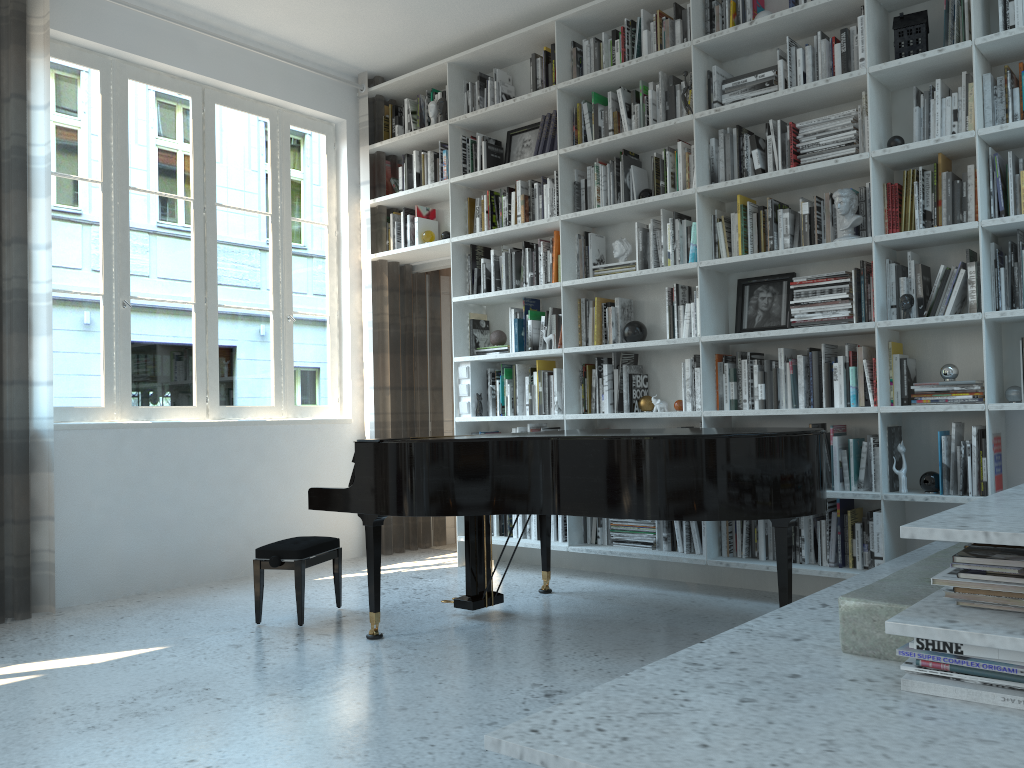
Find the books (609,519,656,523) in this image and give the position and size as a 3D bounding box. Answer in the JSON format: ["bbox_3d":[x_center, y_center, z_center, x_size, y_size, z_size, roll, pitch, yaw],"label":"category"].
[{"bbox_3d":[0.693,0.735,4.811,0.285,0.005,0.159,-3,-3,36],"label":"books"}]

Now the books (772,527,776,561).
[{"bbox_3d":[1.305,0.699,4.301,0.026,0.294,0.155,-3,-2,40],"label":"books"}]

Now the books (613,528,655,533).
[{"bbox_3d":[0.701,0.787,4.813,0.254,0.007,0.161,-3,-3,41],"label":"books"}]

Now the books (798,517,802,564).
[{"bbox_3d":[1.399,0.672,4.200,0.014,0.335,0.183,-3,-2,40],"label":"books"}]

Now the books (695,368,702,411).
[{"bbox_3d":[0.993,0.029,4.559,0.029,0.221,0.153,-3,-2,40],"label":"books"}]

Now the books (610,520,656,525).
[{"bbox_3d":[0.698,0.746,4.817,0.285,0.005,0.159,-3,-3,39],"label":"books"}]

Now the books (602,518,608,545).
[{"bbox_3d":[0.554,0.775,4.938,0.027,0.227,0.139,-3,-2,40],"label":"books"}]

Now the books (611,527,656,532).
[{"bbox_3d":[0.701,0.780,4.814,0.285,0.007,0.159,-3,-3,41],"label":"books"}]

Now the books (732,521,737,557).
[{"bbox_3d":[1.141,0.685,4.442,0.014,0.340,0.139,-3,-2,40],"label":"books"}]

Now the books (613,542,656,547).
[{"bbox_3d":[0.697,0.863,4.807,0.254,0.007,0.161,-3,-3,44],"label":"books"}]

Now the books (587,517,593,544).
[{"bbox_3d":[0.477,0.793,5.004,0.025,0.198,0.160,-3,-2,40],"label":"books"}]

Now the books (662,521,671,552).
[{"bbox_3d":[0.851,0.770,4.671,0.029,0.202,0.178,-3,-2,40],"label":"books"}]

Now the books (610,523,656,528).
[{"bbox_3d":[0.696,0.762,4.814,0.285,0.005,0.159,-3,-3,38],"label":"books"}]

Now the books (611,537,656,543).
[{"bbox_3d":[0.696,0.835,4.805,0.159,0.007,0.285,1,-3,-45],"label":"books"}]

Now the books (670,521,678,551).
[{"bbox_3d":[0.880,0.751,4.662,0.028,0.238,0.136,-3,-2,40],"label":"books"}]

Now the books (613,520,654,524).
[{"bbox_3d":[0.699,0.740,4.818,0.254,0.006,0.161,-3,-3,40],"label":"books"}]

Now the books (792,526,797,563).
[{"bbox_3d":[1.376,0.699,4.226,0.013,0.285,0.185,-3,-2,40],"label":"books"}]

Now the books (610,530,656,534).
[{"bbox_3d":[0.695,0.794,4.806,0.285,0.007,0.159,-3,-3,35],"label":"books"}]

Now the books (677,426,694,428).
[{"bbox_3d":[0.913,0.371,4.651,0.025,0.294,0.134,-3,-2,40],"label":"books"}]

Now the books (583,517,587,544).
[{"bbox_3d":[0.454,0.751,5.025,0.012,0.285,0.159,-3,-2,40],"label":"books"}]

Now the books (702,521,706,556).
[{"bbox_3d":[1.022,0.731,4.508,0.024,0.260,0.189,-3,-2,40],"label":"books"}]

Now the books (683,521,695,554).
[{"bbox_3d":[0.936,0.728,4.587,0.012,0.274,0.180,-3,-2,40],"label":"books"}]

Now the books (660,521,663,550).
[{"bbox_3d":[0.835,0.740,4.701,0.031,0.265,0.144,-3,-2,40],"label":"books"}]

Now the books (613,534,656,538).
[{"bbox_3d":[0.697,0.814,4.808,0.254,0.007,0.161,-3,-3,36],"label":"books"}]

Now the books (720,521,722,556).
[{"bbox_3d":[1.095,0.731,4.484,0.012,0.254,0.161,-3,-2,40],"label":"books"}]

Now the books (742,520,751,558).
[{"bbox_3d":[1.190,0.697,4.391,0.034,0.311,0.170,-3,-2,40],"label":"books"}]

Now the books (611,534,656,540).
[{"bbox_3d":[0.701,0.821,4.810,0.285,0.007,0.159,-3,-3,42],"label":"books"}]

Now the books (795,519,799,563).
[{"bbox_3d":[1.393,0.734,4.217,0.022,0.213,0.167,-3,-2,40],"label":"books"}]

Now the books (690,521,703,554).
[{"bbox_3d":[0.977,0.726,4.569,0.073,0.275,0.181,-3,-2,40],"label":"books"}]

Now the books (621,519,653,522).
[{"bbox_3d":[0.695,0.729,4.810,0.254,0.006,0.161,-3,-3,44],"label":"books"}]

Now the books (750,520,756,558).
[{"bbox_3d":[1.219,0.728,4.380,0.022,0.247,0.144,-3,-2,40],"label":"books"}]

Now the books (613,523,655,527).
[{"bbox_3d":[0.698,0.756,4.816,0.254,0.006,0.161,-3,-3,39],"label":"books"}]

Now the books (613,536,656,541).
[{"bbox_3d":[0.698,0.828,4.807,0.254,0.007,0.161,-3,-3,36],"label":"books"}]

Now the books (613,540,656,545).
[{"bbox_3d":[0.701,0.849,4.813,0.254,0.007,0.161,-3,-3,41],"label":"books"}]

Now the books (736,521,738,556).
[{"bbox_3d":[1.159,0.726,4.442,0.010,0.259,0.131,-3,-2,40],"label":"books"}]

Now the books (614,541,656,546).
[{"bbox_3d":[0.702,0.856,4.814,0.254,0.007,0.161,-3,-3,40],"label":"books"}]

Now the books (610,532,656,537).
[{"bbox_3d":[0.697,0.808,4.808,0.285,0.007,0.159,-3,-3,36],"label":"books"}]

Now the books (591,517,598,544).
[{"bbox_3d":[0.503,0.799,4.973,0.053,0.184,0.148,-3,-2,40],"label":"books"}]

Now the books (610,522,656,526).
[{"bbox_3d":[0.698,0.751,4.816,0.285,0.005,0.159,-3,-3,41],"label":"books"}]

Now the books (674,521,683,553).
[{"bbox_3d":[0.906,0.741,4.626,0.062,0.253,0.177,-3,-2,40],"label":"books"}]

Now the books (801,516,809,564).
[{"bbox_3d":[1.411,0.695,4.192,0.014,0.288,0.184,-3,-2,40],"label":"books"}]

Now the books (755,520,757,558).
[{"bbox_3d":[1.230,0.731,4.366,0.012,0.239,0.128,-3,-2,40],"label":"books"}]

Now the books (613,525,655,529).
[{"bbox_3d":[0.699,0.767,4.817,0.254,0.006,0.161,-3,-3,40],"label":"books"}]

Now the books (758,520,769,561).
[{"bbox_3d":[1.251,0.745,4.322,0.028,0.206,0.175,-3,-2,40],"label":"books"}]

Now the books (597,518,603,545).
[{"bbox_3d":[0.529,0.773,4.947,0.023,0.231,0.164,-3,-2,40],"label":"books"}]

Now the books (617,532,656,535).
[{"bbox_3d":[0.701,0.801,4.813,0.254,0.007,0.161,-3,-3,41],"label":"books"}]

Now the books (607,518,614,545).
[{"bbox_3d":[0.574,0.746,4.921,0.027,0.282,0.129,-3,-2,40],"label":"books"}]

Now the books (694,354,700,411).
[{"bbox_3d":[0.981,-0.005,4.581,0.014,0.290,0.132,-3,-2,40],"label":"books"}]

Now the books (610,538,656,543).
[{"bbox_3d":[0.696,0.842,4.808,0.285,0.007,0.159,-3,-3,36],"label":"books"}]

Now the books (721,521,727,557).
[{"bbox_3d":[1.105,0.728,4.449,0.026,0.256,0.183,-3,-2,40],"label":"books"}]

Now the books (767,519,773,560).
[{"bbox_3d":[1.293,0.749,4.327,0.030,0.196,0.143,-3,-2,40],"label":"books"}]

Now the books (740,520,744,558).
[{"bbox_3d":[1.172,0.685,4.405,0.012,0.337,0.144,-3,-2,40],"label":"books"}]

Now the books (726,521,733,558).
[{"bbox_3d":[1.120,0.705,4.437,0.014,0.300,0.184,-3,-2,40],"label":"books"}]

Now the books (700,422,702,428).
[{"bbox_3d":[1.013,0.352,4.537,0.013,0.320,0.173,-3,-2,40],"label":"books"}]

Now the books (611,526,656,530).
[{"bbox_3d":[0.702,0.773,4.816,0.285,0.007,0.159,-3,-3,40],"label":"books"}]

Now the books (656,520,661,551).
[{"bbox_3d":[0.808,0.746,4.703,0.012,0.254,0.161,-3,-2,40],"label":"books"}]

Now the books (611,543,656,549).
[{"bbox_3d":[0.703,0.870,4.814,0.285,0.007,0.159,-3,-3,40],"label":"books"}]

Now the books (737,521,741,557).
[{"bbox_3d":[1.165,0.722,4.424,0.025,0.263,0.145,-3,-2,40],"label":"books"}]

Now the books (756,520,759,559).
[{"bbox_3d":[1.242,0.712,4.362,0.012,0.276,0.154,-3,-2,40],"label":"books"}]
